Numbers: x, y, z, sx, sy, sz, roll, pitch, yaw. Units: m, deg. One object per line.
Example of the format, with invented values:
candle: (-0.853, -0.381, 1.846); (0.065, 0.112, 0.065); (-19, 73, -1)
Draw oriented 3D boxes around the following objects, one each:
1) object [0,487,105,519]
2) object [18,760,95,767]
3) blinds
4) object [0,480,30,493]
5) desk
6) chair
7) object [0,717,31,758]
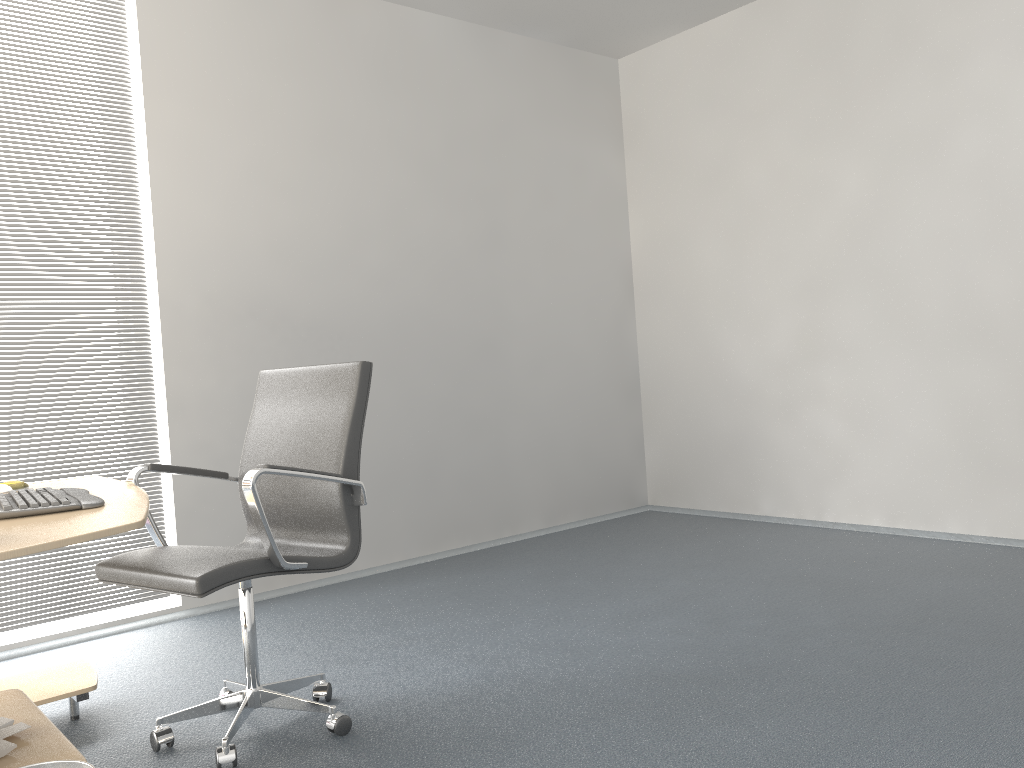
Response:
object: (-1.413, 0.334, 2.070); (0.814, 0.082, 0.478); (-5, 1, -32)
object: (-0.771, 0.840, 1.435); (0.208, 0.377, 0.208); (-4, 1, 4)
blinds: (-2.371, -0.373, 3.317); (1.950, 2.770, 0.022); (-5, 1, -40)
object: (-1.518, 0.307, 2.656); (0.132, 0.026, 0.132); (-5, 1, -40)
desk: (-1.295, 0.264, 2.105); (0.967, 1.566, 1.469); (-5, 1, -40)
chair: (-0.769, 0.479, 2.572); (0.584, 1.048, 0.652); (-3, 1, 36)
object: (-1.178, 0.680, 1.784); (0.438, 0.162, 0.351); (-3, 1, 34)
